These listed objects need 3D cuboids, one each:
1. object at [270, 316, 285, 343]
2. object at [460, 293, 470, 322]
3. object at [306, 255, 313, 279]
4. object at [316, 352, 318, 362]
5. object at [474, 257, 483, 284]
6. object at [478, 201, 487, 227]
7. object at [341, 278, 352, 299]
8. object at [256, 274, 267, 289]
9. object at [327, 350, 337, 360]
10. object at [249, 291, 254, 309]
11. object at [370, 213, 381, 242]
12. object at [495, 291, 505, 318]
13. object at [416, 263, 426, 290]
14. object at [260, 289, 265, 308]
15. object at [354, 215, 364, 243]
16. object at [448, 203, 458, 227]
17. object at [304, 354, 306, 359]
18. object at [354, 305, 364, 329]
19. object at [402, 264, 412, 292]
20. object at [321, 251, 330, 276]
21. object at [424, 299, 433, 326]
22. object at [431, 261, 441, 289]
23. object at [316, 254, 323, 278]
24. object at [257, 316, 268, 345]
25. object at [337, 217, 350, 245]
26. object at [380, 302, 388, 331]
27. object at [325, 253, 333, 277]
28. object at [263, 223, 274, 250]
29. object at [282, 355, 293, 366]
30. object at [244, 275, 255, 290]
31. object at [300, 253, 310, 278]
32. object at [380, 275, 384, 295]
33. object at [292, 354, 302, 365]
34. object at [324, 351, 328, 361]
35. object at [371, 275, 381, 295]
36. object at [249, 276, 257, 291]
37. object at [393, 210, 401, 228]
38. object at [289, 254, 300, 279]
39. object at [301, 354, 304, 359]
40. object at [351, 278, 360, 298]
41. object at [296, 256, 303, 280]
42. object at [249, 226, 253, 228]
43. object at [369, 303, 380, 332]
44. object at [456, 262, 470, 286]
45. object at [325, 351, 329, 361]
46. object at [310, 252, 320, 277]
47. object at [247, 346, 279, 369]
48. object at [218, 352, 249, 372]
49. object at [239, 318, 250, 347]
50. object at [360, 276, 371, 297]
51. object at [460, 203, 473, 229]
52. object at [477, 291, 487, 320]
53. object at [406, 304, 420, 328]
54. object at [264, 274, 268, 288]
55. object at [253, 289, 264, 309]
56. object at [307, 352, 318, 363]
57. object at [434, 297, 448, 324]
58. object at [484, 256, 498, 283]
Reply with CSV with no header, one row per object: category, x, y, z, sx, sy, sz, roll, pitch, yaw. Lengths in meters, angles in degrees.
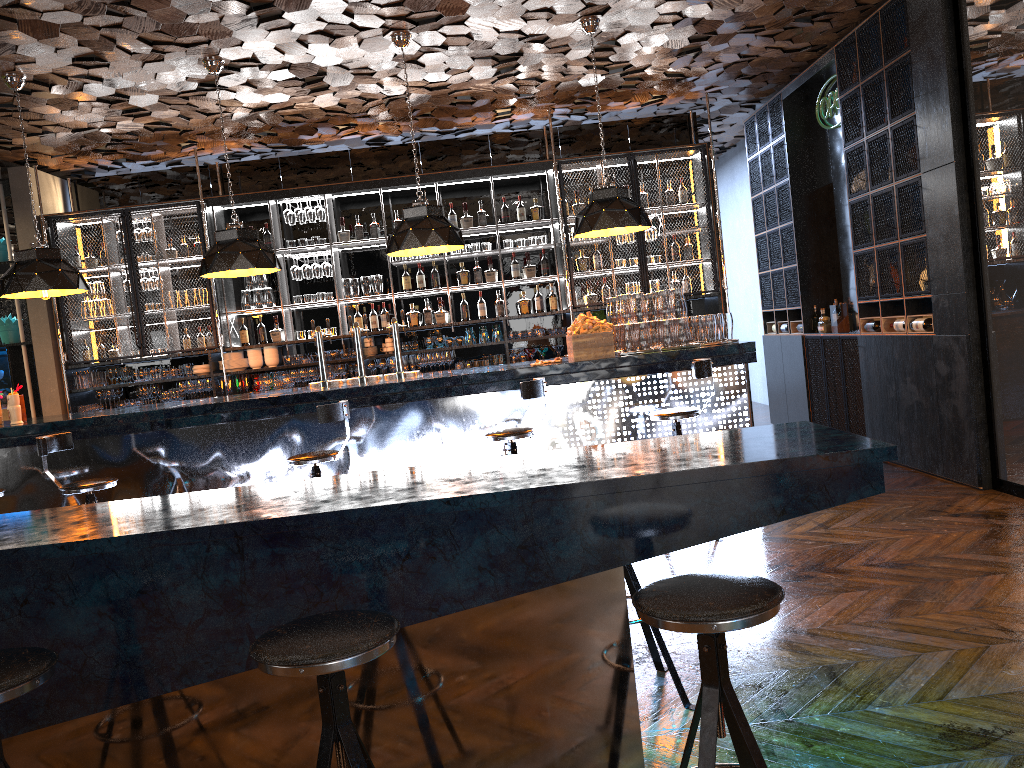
object,-2.419,-0.562,9.138,0.123,0.279,0.123,-6,3,12
object,-0.492,-0.792,9.166,0.086,0.297,0.086,-4,4,33
object,-2.110,-1.213,9.198,0.092,0.244,0.092,-9,4,-40
object,-2.034,-0.278,9.187,0.109,0.100,0.109,-8,3,-18
object,-0.355,-1.166,9.174,0.083,0.282,0.083,-7,3,-1
object,-0.312,-1.744,9.144,0.083,0.282,0.083,-7,3,-1
object,-1.687,-0.975,9.087,0.105,0.209,0.105,-3,5,44
object,-2.584,-1.086,9.118,0.105,0.209,0.105,-3,5,44
object,-1.821,-0.291,8.982,0.093,0.099,0.093,-5,3,18
object,-2.747,-0.864,9.235,0.105,0.209,0.105,-3,5,44
object,-1.412,-1.612,9.122,0.083,0.282,0.083,-6,3,14
object,-0.130,-0.827,9.199,0.083,0.282,0.083,-7,3,-16
object,-0.948,-1.109,9.193,0.086,0.298,0.086,-9,4,-42
object,-2.625,-0.877,9.230,0.105,0.209,0.105,-3,5,44
object,-1.577,-1.593,9.118,0.083,0.282,0.083,-7,3,-16
object,-0.614,-1.719,9.145,0.086,0.298,0.086,-9,4,-42
object,-2.187,-0.263,9.243,0.089,0.100,0.100,-7,3,-7
object,-1.589,-0.667,9.174,0.086,0.299,0.086,-9,4,-42
object,-1.092,-1.089,9.165,0.086,0.299,0.086,-9,4,-42
object,-1.905,-1.227,9.038,0.092,0.244,0.092,-9,4,-40
object,-0.871,-0.742,9.184,0.083,0.282,0.083,-7,3,-1
object,-0.796,-1.124,9.168,0.086,0.297,0.086,-9,4,-42
object,-2.012,-1.224,9.200,0.092,0.244,0.092,-9,4,-40
object,-2.576,-0.553,9.123,0.086,0.297,0.086,-4,4,33
object,-1.733,-1.573,9.116,0.123,0.279,0.123,-7,3,-12
object,-1.315,-0.700,9.181,0.086,0.298,0.086,-9,4,-42
object,-1.909,-1.236,9.202,0.092,0.244,0.092,-9,4,-40
object,-2.506,-1.503,9.102,0.086,0.299,0.086,-9,4,-42
object,-2.266,-0.238,8.964,0.100,0.100,0.089,-6,3,4
object,-2.700,-1.072,9.106,0.105,0.209,0.105,-3,5,44
object,-2.106,-1.204,9.034,0.092,0.244,0.092,-9,4,-40
object,-1.381,-1.017,9.204,0.105,0.209,0.105,-3,5,44
object,-2.186,-0.251,9.021,0.089,0.100,0.100,-4,4,35
object,-1.923,-0.282,9.027,0.093,0.099,0.093,-6,3,15
object,-1.389,-1.010,9.096,0.105,0.209,0.105,-3,5,44
object,-2.708,-1.077,9.218,0.105,0.209,0.105,-3,5,44
object,-1.175,-1.646,9.126,0.083,0.282,0.083,-7,3,-16
object,-2.215,-1.192,9.031,0.092,0.244,0.092,-9,4,-40
object,-2.189,-0.257,9.143,0.089,0.100,0.100,-4,4,41
object,-1.627,-0.989,9.203,0.105,0.209,0.105,-3,5,44
object,-2.220,-1.201,9.196,0.092,0.244,0.092,-9,4,-40
object,-2.658,-1.473,9.082,0.123,0.279,0.123,-7,3,-12
object,-1.433,-0.688,9.203,0.086,0.298,0.086,-9,4,-42
object,-0.506,-1.131,9.171,0.151,0.248,0.094,-7,3,-12
object,-1.926,-0.288,9.135,0.093,0.099,0.093,-7,3,-14
object,-2.008,-1.215,9.036,0.092,0.244,0.092,-9,4,-40
object,-2.534,-0.272,9.037,0.309,0.216,0.149,-7,3,-3
object,-2.841,-0.227,9.064,0.306,0.195,0.300,-6,3,0
object,-2.767,-0.533,9.150,0.086,0.299,0.086,-9,4,-42
object,-1.498,-0.999,9.118,0.105,0.209,0.105,-3,5,44
object,-0.472,-1.723,9.127,0.123,0.279,0.123,-7,3,-12
object,-0.313,-0.814,9.202,0.086,0.298,0.086,-9,4,-42
object,-1.023,-0.706,9.181,0.151,0.248,0.094,-7,3,-12
object,-2.591,-1.090,9.209,0.105,0.209,0.105,-3,5,44
object,-2.615,-0.872,9.121,0.105,0.209,0.105,-3,5,44
object,-2.030,-0.270,9.029,0.109,0.100,0.109,-8,3,-18
object,-0.733,-0.754,9.173,0.123,0.279,0.123,-6,3,12
object,-0.217,-1.179,9.164,0.123,0.279,0.123,-6,3,12
